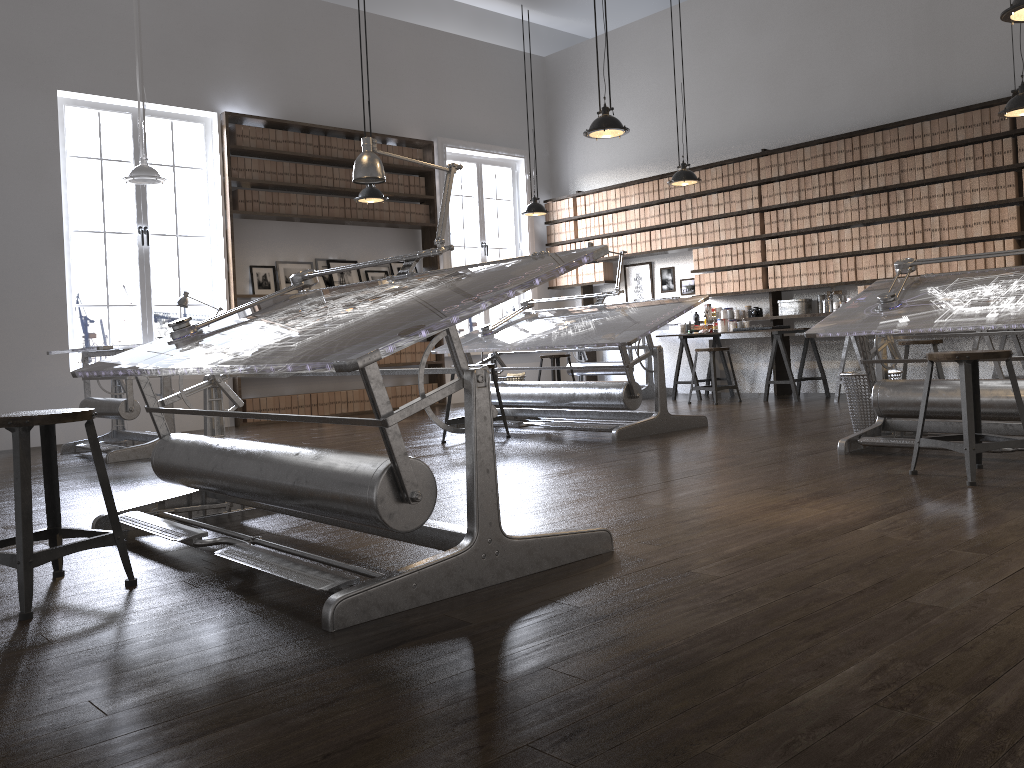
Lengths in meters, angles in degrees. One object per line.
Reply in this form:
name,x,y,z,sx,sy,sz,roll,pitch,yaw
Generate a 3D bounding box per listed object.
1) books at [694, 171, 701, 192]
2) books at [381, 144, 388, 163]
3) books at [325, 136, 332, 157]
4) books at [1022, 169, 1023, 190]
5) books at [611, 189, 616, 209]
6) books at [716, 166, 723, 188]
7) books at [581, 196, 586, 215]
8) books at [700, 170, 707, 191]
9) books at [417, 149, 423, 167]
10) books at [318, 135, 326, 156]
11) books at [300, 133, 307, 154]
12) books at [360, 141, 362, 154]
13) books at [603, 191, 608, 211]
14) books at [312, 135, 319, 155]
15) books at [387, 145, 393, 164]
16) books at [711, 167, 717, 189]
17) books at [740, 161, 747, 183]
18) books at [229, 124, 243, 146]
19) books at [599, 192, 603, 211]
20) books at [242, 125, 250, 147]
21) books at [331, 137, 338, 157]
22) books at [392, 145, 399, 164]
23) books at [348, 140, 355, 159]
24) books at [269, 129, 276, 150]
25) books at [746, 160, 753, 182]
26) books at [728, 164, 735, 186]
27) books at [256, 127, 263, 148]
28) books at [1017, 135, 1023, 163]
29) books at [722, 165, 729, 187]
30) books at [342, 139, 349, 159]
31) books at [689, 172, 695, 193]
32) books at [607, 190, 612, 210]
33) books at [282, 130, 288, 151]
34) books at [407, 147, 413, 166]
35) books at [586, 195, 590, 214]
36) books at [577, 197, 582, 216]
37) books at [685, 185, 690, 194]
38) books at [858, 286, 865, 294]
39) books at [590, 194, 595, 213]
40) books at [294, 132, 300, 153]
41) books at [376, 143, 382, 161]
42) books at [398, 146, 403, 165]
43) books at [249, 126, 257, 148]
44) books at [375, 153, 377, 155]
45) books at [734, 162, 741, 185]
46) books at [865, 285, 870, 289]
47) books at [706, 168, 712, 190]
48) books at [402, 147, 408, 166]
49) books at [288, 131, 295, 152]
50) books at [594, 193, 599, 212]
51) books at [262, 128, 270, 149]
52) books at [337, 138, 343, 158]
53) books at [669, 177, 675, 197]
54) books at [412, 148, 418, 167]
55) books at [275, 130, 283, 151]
books,2.035,-2.157,9.479,0.175,0.226,0.067,-3,0,-42
books,-1.451,-2.517,9.773,0.067,0.226,0.174,-3,0,-42
books,-1.972,-2.470,9.306,0.067,0.225,0.174,-3,0,-42
books,4.177,-1.614,7.122,0.175,0.225,0.066,-3,0,-42
books,1.244,-2.155,10.364,0.175,0.225,0.066,-3,0,-42
books,2.222,-2.157,9.268,0.175,0.226,0.066,-3,0,-42
books,0.919,-2.155,10.723,0.175,0.226,0.067,-3,0,-42
books,2.085,-2.157,9.430,0.175,0.226,0.066,-3,0,-42
books,-1.091,-2.549,10.092,0.067,0.226,0.174,-3,0,-42
books,-2.023,-2.465,9.253,0.067,0.226,0.174,-3,0,-42
books,-2.188,-2.450,9.111,0.067,0.226,0.174,-3,0,-42
books,-1.658,-2.498,9.579,0.067,0.226,0.174,-3,0,-42
books,1.156,-2.155,10.458,0.175,0.226,0.067,-3,0,-42
books,-2.083,-2.460,9.207,0.067,0.226,0.174,-3,0,-42
books,-1.396,-2.521,9.817,0.067,0.226,0.174,-3,0,-42
books,2.176,-2.157,9.324,0.174,0.226,0.066,-3,0,-42
books,2.415,-2.157,9.065,0.174,0.226,0.066,-3,0,-42
books,-2.700,-2.404,8.642,0.067,0.226,0.174,-3,0,-42
books,1.115,-2.155,10.512,0.175,0.226,0.066,-3,0,-42
books,-2.647,-2.409,8.691,0.067,0.226,0.174,-3,0,-42
books,-1.919,-2.474,9.345,0.067,0.226,0.174,-3,0,-42
books,-1.343,-2.526,9.867,0.067,0.225,0.174,-3,0,-42
books,-1.765,-2.488,9.491,0.067,0.226,0.174,-3,0,-42
books,-2.438,-2.428,8.880,0.067,0.226,0.174,-3,0,-42
books,2.458,-2.157,9.010,0.174,0.226,0.066,-3,0,-42
books,2.316,-2.157,9.170,0.175,0.225,0.066,-3,0,-42
books,-2.546,-2.418,8.791,0.067,0.226,0.174,-3,0,-42
books,4.147,-1.883,7.140,0.174,0.226,0.066,-3,0,-42
books,2.270,-2.157,9.214,0.175,0.226,0.067,-3,0,-42
books,-1.818,-2.484,9.446,0.067,0.226,0.174,-3,0,-42
books,1.988,-2.156,9.534,0.175,0.225,0.066,-3,0,-42
books,1.204,-2.156,10.412,0.175,0.225,0.066,-3,0,-42
books,-2.340,-2.437,8.973,0.067,0.225,0.174,-3,0,-42
books,-1.199,-2.539,10.001,0.067,0.226,0.174,-3,0,-42
books,0.973,-2.155,10.671,0.175,0.226,0.066,-3,0,-42
books,0.874,-2.155,10.782,0.175,0.225,0.066,-3,0,-42
books,1.947,-2.157,9.582,0.175,0.225,0.066,-3,0,-42
books,3.267,-0.792,8.169,0.175,0.226,0.067,-3,0,-42
books,1.017,-2.155,10.615,0.174,0.226,0.066,-3,0,-42
books,-2.241,-2.446,9.064,0.067,0.226,0.174,-3,0,-42
books,-1.504,-2.512,9.728,0.067,0.226,0.174,-3,0,-42
books,-1.298,-2.531,9.910,0.067,0.225,0.174,-3,0,-42
books,-2.595,-2.413,8.742,0.067,0.226,0.174,-3,0,-42
books,-1.553,-2.507,9.678,0.067,0.226,0.174,-3,0,-42
books,2.367,-2.157,9.115,0.175,0.226,0.066,-3,0,-42
books,3.316,-0.793,8.123,0.175,0.226,0.066,-3,0,-42
books,2.133,-2.157,9.379,0.174,0.226,0.066,-3,0,-42
books,-1.245,-2.535,9.951,0.067,0.226,0.174,-3,0,-42
books,-2.287,-2.441,9.015,0.067,0.226,0.174,-3,0,-42
books,1.068,-2.155,10.565,0.174,0.226,0.066,-3,0,-42
books,-2.493,-2.423,8.836,0.067,0.226,0.174,-3,0,-42
books,-1.867,-2.479,9.396,0.067,0.226,0.174,-3,0,-42
books,1.811,-2.156,9.736,0.174,0.226,0.066,-3,0,-42
books,-1.146,-2.544,10.048,0.067,0.226,0.174,-3,0,-42
books,-2.385,-2.432,8.930,0.067,0.225,0.174,-3,0,-42
